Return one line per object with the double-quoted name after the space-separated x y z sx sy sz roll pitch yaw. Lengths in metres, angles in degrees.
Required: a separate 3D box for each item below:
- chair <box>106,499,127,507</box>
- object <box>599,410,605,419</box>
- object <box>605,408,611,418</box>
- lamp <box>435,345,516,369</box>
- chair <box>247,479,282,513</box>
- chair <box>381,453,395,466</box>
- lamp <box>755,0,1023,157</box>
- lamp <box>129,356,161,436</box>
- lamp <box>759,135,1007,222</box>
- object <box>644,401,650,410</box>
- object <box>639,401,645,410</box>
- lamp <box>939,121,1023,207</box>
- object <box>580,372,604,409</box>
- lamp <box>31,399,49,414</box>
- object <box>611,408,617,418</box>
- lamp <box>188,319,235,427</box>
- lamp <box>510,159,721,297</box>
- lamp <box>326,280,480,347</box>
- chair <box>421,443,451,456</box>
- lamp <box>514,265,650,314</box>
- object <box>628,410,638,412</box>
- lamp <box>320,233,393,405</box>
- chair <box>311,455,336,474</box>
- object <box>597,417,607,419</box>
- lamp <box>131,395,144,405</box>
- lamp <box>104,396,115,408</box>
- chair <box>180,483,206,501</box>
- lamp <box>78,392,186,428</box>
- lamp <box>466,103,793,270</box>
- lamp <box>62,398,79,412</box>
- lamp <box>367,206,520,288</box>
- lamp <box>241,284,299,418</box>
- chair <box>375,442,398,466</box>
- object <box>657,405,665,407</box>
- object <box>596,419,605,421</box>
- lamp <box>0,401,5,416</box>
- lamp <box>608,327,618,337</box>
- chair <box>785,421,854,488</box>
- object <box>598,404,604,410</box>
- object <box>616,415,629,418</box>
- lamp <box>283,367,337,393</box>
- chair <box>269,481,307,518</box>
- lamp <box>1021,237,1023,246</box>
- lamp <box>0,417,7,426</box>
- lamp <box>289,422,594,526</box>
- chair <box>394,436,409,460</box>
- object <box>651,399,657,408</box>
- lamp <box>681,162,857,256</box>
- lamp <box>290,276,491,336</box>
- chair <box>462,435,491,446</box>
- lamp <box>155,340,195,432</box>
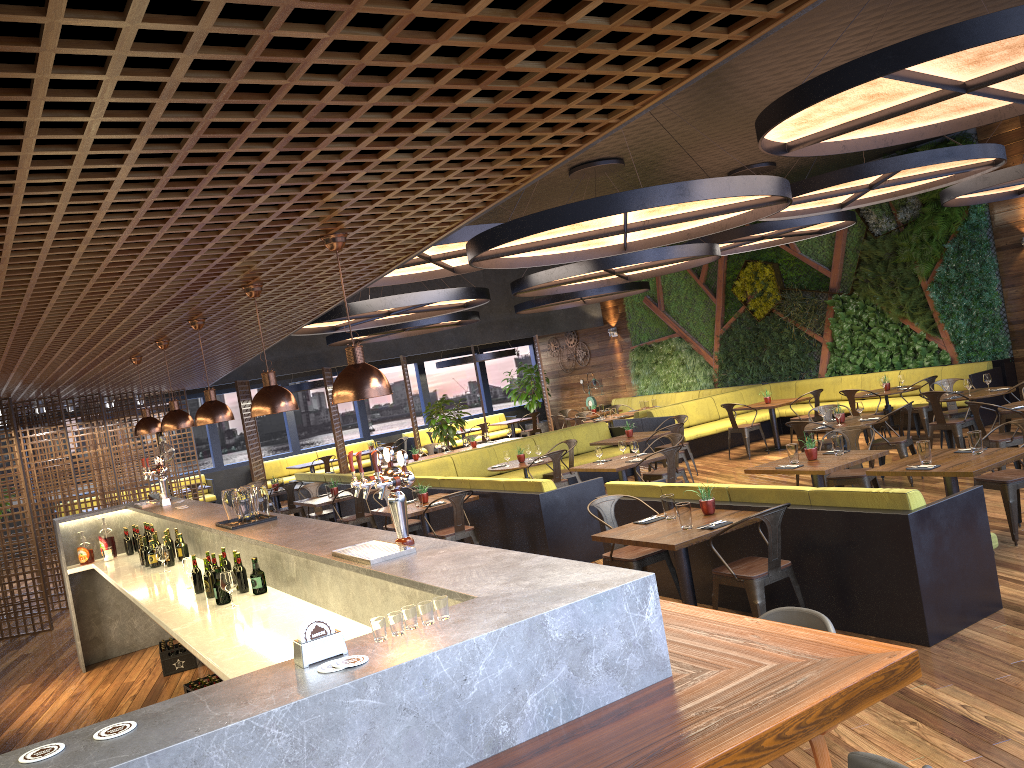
-7.342 2.598 16.451 0.504 0.917 0.541 -10 1 -32 "chair"
1.766 0.601 17.298 0.102 0.178 0.102 -9 1 44 "object"
1.910 0.571 17.566 0.102 0.178 0.102 -9 1 44 "object"
-1.060 -1.612 21.713 1.979 2.172 1.979 -9 1 43 "lamp"
-4.091 2.063 14.780 0.504 0.917 0.541 -10 1 -32 "chair"
-2.101 1.697 15.881 0.504 0.917 0.541 -10 1 -32 "chair"
3.005 -2.525 6.043 2.778 1.159 2.778 -10 1 4 "lamp"
-3.212 0.100 7.716 0.250 0.673 0.250 -10 1 1 "lamp"
4.061 -2.784 10.262 2.778 1.159 2.778 -9 1 35 "lamp"
2.688 0.434 17.659 0.102 0.178 0.102 -10 1 4 "object"
2.655 0.433 18.040 0.102 0.178 0.102 -9 1 44 "object"
6.483 -3.106 10.466 2.778 1.362 2.778 -9 1 27 "lamp"
2.078 0.508 22.144 0.459 1.615 0.848 -10 1 -32 "object"
-6.364 0.308 11.944 0.228 0.172 0.228 -10 1 -32 "lamp"
1.979 0.565 17.209 0.102 0.178 0.102 -10 1 4 "object"
-1.972 -0.079 5.713 0.250 0.673 0.250 -10 1 1 "lamp"
1.244 -2.141 11.760 2.778 1.475 2.778 -10 1 17 "lamp"
-2.066 -1.641 15.994 2.778 1.475 2.778 -10 1 -32 "lamp"
-1.345 1.557 16.361 0.504 0.917 0.541 -10 1 -32 "chair"
1.318 -2.344 18.058 2.778 1.362 2.778 -9 1 22 "lamp"
2.486 0.543 18.070 0.157 0.019 0.255 -11 1 -32 "object"
-0.665 -0.269 3.601 0.250 0.673 0.250 -11 1 -45 "lamp"
-3.912 1.963 18.630 0.504 0.917 0.541 -10 1 -32 "chair"
1.786 0.673 17.626 0.157 0.019 0.255 -11 1 -32 "object"
-6.519 0.271 15.543 0.228 0.172 0.228 -10 1 -32 "lamp"
-6.502 0.290 14.307 0.228 0.172 0.228 -10 1 -32 "lamp"
-6.149 2.377 17.208 0.504 0.917 0.541 -10 1 -32 "chair"
-7.667 -0.386 17.514 1.979 2.172 1.979 -10 1 -26 "lamp"
0.868 -2.003 7.673 2.778 1.475 2.778 -9 1 22 "lamp"
-6.517 0.315 13.085 0.228 0.172 0.228 -10 1 -32 "lamp"
-0.999 -1.898 9.903 2.778 1.159 2.778 -10 1 18 "lamp"
-1.291 -0.178 4.612 0.250 0.673 0.250 -10 1 1 "lamp"
-2.720 1.742 19.388 0.504 0.917 0.541 -10 1 -32 "chair"
2.993 0.456 18.008 0.157 0.019 0.255 -11 1 -32 "object"
1.675 0.700 17.172 0.157 0.019 0.255 -11 1 -32 "object"
-6.277 0.314 10.760 0.228 0.172 0.228 -10 1 -32 "lamp"
2.432 -1.254 21.655 0.189 0.215 0.215 -10 1 -32 "lamp"
3.482 0.830 10.120 0.541 0.917 0.504 -10 1 -32 "chair"
1.945 0.534 19.304 0.102 0.178 0.102 -10 1 4 "object"
2.119 0.624 17.103 0.255 0.019 0.157 -11 1 -32 "object"
-4.268 -1.016 19.674 1.979 2.172 1.979 -10 1 13 "lamp"
-3.448 1.970 13.740 0.504 0.917 0.541 -10 1 -32 "chair"
7.668 -2.086 13.175 0.189 0.215 0.215 -10 1 -32 "lamp"
-8.195 0.586 14.241 0.228 0.172 0.228 -10 1 -32 "lamp"
-3.159 1.007 13.905 9.057 2.714 3.017 -10 1 -32 "lamp"
-2.574 1.701 20.293 0.541 0.917 0.504 -10 1 -32 "chair"
2.875 0.398 17.879 0.102 0.178 0.102 -9 1 44 "object"
3.874 -2.818 13.988 2.778 1.159 2.778 -11 1 -42 "lamp"
-1.780 -1.620 11.991 2.778 1.475 2.778 -10 1 -28 "lamp"
-0.594 1.418 16.838 0.504 0.917 0.541 -10 1 -32 "chair"
-2.578 0.008 6.691 0.250 0.673 0.250 -10 1 1 "lamp"
